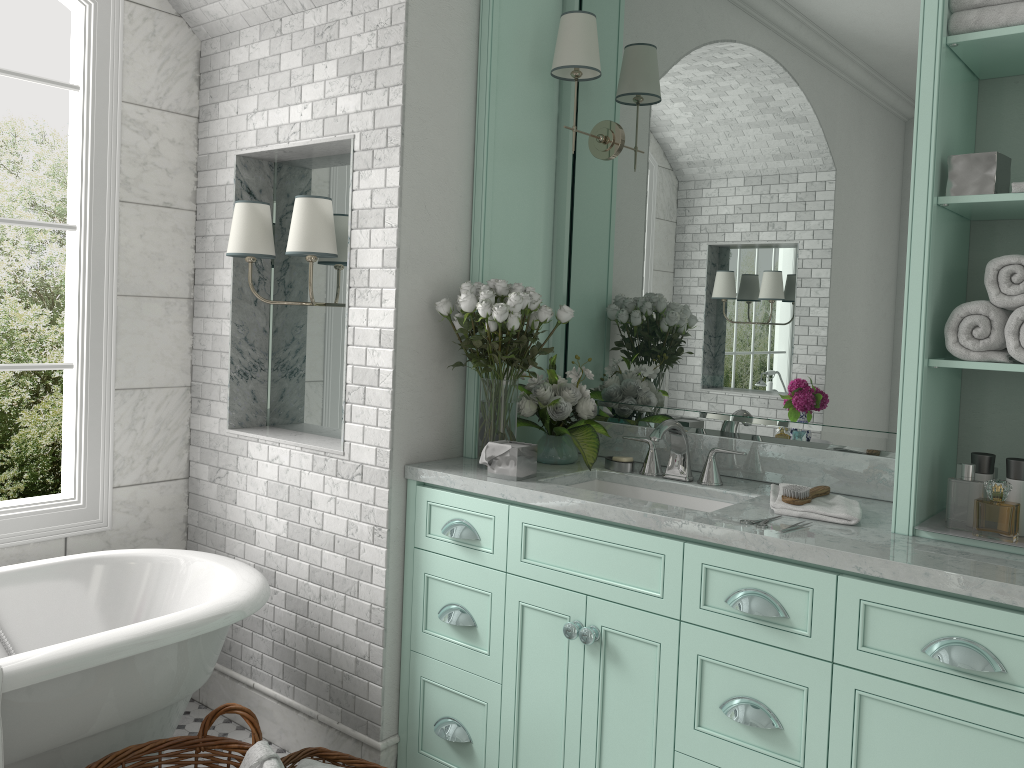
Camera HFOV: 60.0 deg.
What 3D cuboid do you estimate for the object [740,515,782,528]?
[{"bbox_3d":[0.665,0.363,2.372,0.075,0.007,0.175,5,5,30],"label":"object"}]

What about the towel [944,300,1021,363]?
[{"bbox_3d":[1.244,-0.138,2.315,0.153,0.162,0.311,5,5,39],"label":"towel"}]

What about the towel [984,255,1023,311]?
[{"bbox_3d":[1.319,-0.256,2.272,0.169,0.142,0.298,5,5,39],"label":"towel"}]

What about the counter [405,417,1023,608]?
[{"bbox_3d":[0.987,0.327,2.443,2.811,0.181,0.824,6,6,39],"label":"counter"}]

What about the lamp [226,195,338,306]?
[{"bbox_3d":[-0.813,-0.487,3.312,0.548,0.383,0.308,5,4,39],"label":"lamp"}]

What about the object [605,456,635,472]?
[{"bbox_3d":[0.376,0.280,3.095,0.080,0.035,0.134,0,5,-33],"label":"object"}]

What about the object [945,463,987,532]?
[{"bbox_3d":[1.165,0.289,2.270,0.093,0.169,0.035,4,3,38],"label":"object"}]

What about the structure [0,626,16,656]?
[{"bbox_3d":[-1.871,0.769,2.655,0.779,1.283,0.341,0,3,-41],"label":"structure"}]

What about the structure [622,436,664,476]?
[{"bbox_3d":[0.445,0.244,3.038,0.157,0.121,0.083,4,3,23],"label":"structure"}]

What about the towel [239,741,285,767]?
[{"bbox_3d":[-0.788,1.194,2.201,0.460,0.468,0.383,2,3,-12],"label":"towel"}]

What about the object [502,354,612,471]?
[{"bbox_3d":[0.166,0.087,3.194,0.453,0.402,0.394,5,4,40],"label":"object"}]

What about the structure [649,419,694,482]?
[{"bbox_3d":[0.524,0.217,2.883,0.103,0.204,0.235,4,4,28],"label":"structure"}]

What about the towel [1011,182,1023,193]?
[{"bbox_3d":[1.392,-0.480,2.204,0.239,0.056,0.317,5,5,35],"label":"towel"}]

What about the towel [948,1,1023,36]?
[{"bbox_3d":[1.408,-0.907,2.308,0.401,0.068,0.494,6,6,39],"label":"towel"}]

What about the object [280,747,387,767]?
[{"bbox_3d":[-0.507,1.312,2.616,0.551,0.260,0.345,5,4,29],"label":"object"}]

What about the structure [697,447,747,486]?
[{"bbox_3d":[0.682,0.267,2.872,0.157,0.121,0.083,4,3,23],"label":"structure"}]

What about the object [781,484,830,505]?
[{"bbox_3d":[0.853,0.309,2.542,0.228,0.044,0.068,-2,5,-42],"label":"object"}]

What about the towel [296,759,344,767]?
[{"bbox_3d":[-0.515,1.236,2.667,0.313,0.185,0.165,3,3,9],"label":"towel"}]

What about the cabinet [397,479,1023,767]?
[{"bbox_3d":[0.950,0.961,2.449,2.802,1.096,0.863,6,4,39],"label":"cabinet"}]

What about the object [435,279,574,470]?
[{"bbox_3d":[-0.043,-0.032,3.029,0.391,0.652,0.357,0,3,-40],"label":"object"}]

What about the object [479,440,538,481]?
[{"bbox_3d":[-0.015,0.244,2.866,0.136,0.112,0.147,5,4,34],"label":"object"}]

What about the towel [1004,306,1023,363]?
[{"bbox_3d":[1.350,-0.126,2.226,0.160,0.159,0.304,5,5,39],"label":"towel"}]

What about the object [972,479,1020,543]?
[{"bbox_3d":[1.198,0.308,2.189,0.093,0.147,0.063,5,4,44],"label":"object"}]

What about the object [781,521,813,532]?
[{"bbox_3d":[0.737,0.370,2.305,0.020,0.005,0.167,6,6,43],"label":"object"}]

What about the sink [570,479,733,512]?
[{"bbox_3d":[0.418,0.395,2.782,0.603,0.079,0.347,6,6,39],"label":"sink"}]

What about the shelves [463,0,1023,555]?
[{"bbox_3d":[1.101,-0.689,2.489,2.813,2.120,0.465,5,3,39],"label":"shelves"}]

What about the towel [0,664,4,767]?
[{"bbox_3d":[-1.403,0.887,2.039,0.454,0.462,0.374,5,4,41],"label":"towel"}]

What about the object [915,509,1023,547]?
[{"bbox_3d":[1.285,0.374,2.297,0.350,0.008,0.438,6,6,39],"label":"object"}]

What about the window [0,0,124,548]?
[{"bbox_3d":[-2.139,-0.561,2.746,0.118,2.320,1.832,4,3,39],"label":"window"}]

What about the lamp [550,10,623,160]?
[{"bbox_3d":[0.266,-1.074,3.227,0.183,0.487,0.309,4,3,38],"label":"lamp"}]

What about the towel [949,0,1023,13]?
[{"bbox_3d":[1.412,-0.968,2.312,0.401,0.068,0.494,6,6,39],"label":"towel"}]

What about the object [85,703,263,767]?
[{"bbox_3d":[-0.844,1.177,2.185,0.518,0.569,0.520,1,3,-19],"label":"object"}]

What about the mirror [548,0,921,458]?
[{"bbox_3d":[0.734,-0.787,3.037,1.438,1.930,0.015,5,3,39],"label":"mirror"}]

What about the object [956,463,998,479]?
[{"bbox_3d":[1.238,0.294,2.365,0.093,0.151,0.035,5,3,42],"label":"object"}]

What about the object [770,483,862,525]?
[{"bbox_3d":[0.853,0.340,2.521,0.317,0.056,0.239,5,5,35],"label":"object"}]

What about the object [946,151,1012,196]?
[{"bbox_3d":[1.192,-0.526,2.263,0.118,0.105,0.122,6,5,44],"label":"object"}]

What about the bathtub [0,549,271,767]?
[{"bbox_3d":[-1.661,1.035,2.361,0.943,0.756,2.166,5,5,39],"label":"bathtub"}]

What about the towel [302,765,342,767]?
[{"bbox_3d":[-0.487,1.200,2.527,0.321,0.211,0.149,4,3,21],"label":"towel"}]

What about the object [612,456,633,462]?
[{"bbox_3d":[0.385,0.261,3.077,0.051,0.022,0.077,0,5,-30],"label":"object"}]
